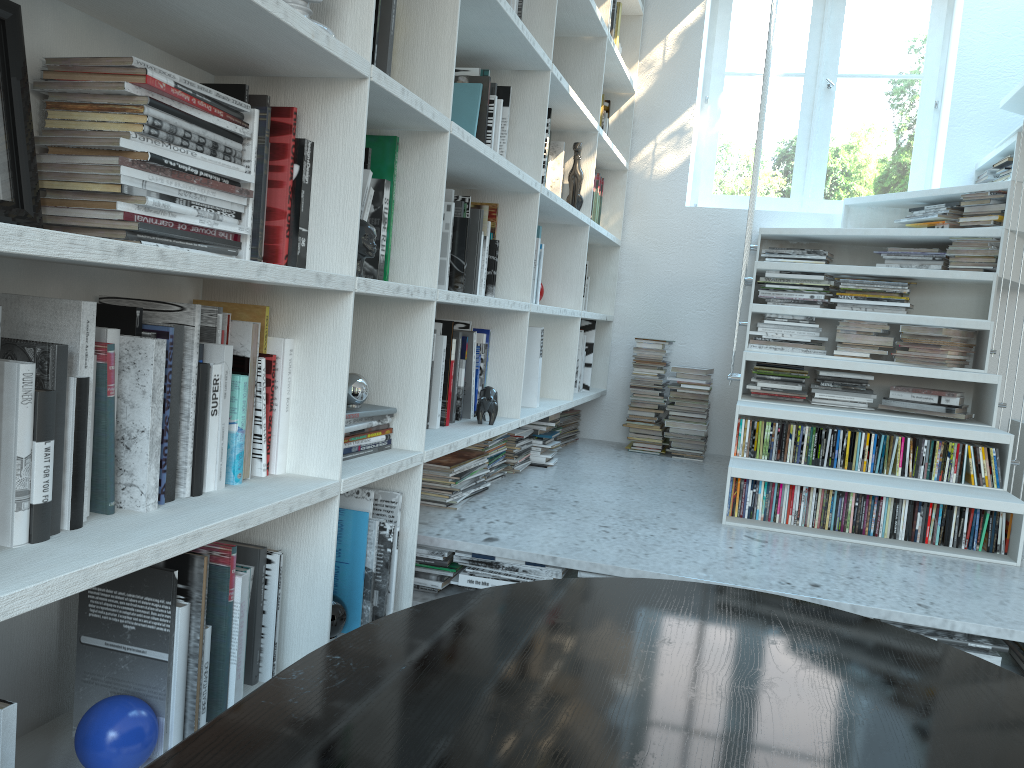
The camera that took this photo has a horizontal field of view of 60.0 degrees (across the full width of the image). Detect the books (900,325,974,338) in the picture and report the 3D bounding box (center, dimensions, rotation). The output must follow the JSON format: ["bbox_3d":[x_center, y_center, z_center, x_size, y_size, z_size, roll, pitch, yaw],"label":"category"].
[{"bbox_3d":[1.546,-0.190,3.222,0.234,0.025,0.157,2,6,-37],"label":"books"}]

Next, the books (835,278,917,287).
[{"bbox_3d":[1.437,-0.402,3.503,0.298,0.007,0.134,7,5,24],"label":"books"}]

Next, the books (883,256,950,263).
[{"bbox_3d":[1.700,-0.520,3.723,0.233,0.010,0.170,8,5,35],"label":"books"}]

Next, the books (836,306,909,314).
[{"bbox_3d":[1.426,-0.289,3.511,0.258,0.013,0.136,7,5,27],"label":"books"}]

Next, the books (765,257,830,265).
[{"bbox_3d":[1.295,-0.558,4.020,0.266,0.010,0.145,7,5,24],"label":"books"}]

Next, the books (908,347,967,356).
[{"bbox_3d":[1.547,-0.117,3.221,0.138,0.015,0.214,9,6,42],"label":"books"}]

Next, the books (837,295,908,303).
[{"bbox_3d":[1.417,-0.329,3.481,0.243,0.014,0.190,7,5,28],"label":"books"}]

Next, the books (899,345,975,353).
[{"bbox_3d":[1.547,-0.127,3.220,0.295,0.006,0.146,1,6,-40],"label":"books"}]

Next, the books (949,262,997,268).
[{"bbox_3d":[1.874,-0.468,3.549,0.179,0.015,0.223,9,6,39],"label":"books"}]

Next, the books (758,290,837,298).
[{"bbox_3d":[1.180,-0.372,3.659,0.292,0.005,0.152,7,5,27],"label":"books"}]

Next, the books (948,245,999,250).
[{"bbox_3d":[1.873,-0.533,3.550,0.159,0.007,0.285,9,6,41],"label":"books"}]

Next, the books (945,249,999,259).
[{"bbox_3d":[1.878,-0.511,3.540,0.200,0.023,0.262,9,6,42],"label":"books"}]

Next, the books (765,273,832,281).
[{"bbox_3d":[1.179,-0.435,3.642,0.230,0.015,0.190,8,5,29],"label":"books"}]

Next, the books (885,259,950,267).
[{"bbox_3d":[1.712,-0.505,3.740,0.230,0.022,0.141,8,6,38],"label":"books"}]

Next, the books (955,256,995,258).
[{"bbox_3d":[1.869,-0.498,3.554,0.143,0.008,0.208,8,5,35],"label":"books"}]

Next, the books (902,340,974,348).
[{"bbox_3d":[1.549,-0.145,3.218,0.295,0.007,0.146,1,6,-44],"label":"books"}]

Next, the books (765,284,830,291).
[{"bbox_3d":[1.177,-0.392,3.648,0.231,0.011,0.171,7,5,26],"label":"books"}]

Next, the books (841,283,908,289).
[{"bbox_3d":[1.427,-0.381,3.487,0.239,0.009,0.174,7,5,24],"label":"books"}]

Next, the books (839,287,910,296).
[{"bbox_3d":[1.424,-0.362,3.486,0.254,0.007,0.176,7,5,23],"label":"books"}]

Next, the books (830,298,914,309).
[{"bbox_3d":[1.416,-0.315,3.483,0.287,0.013,0.182,8,5,29],"label":"books"}]

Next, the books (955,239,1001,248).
[{"bbox_3d":[1.883,-0.555,3.541,0.163,0.008,0.266,8,5,35],"label":"books"}]

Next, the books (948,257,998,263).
[{"bbox_3d":[1.875,-0.484,3.549,0.173,0.018,0.238,9,6,42],"label":"books"}]

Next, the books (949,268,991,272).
[{"bbox_3d":[1.855,-0.448,3.566,0.130,0.015,0.210,9,6,42],"label":"books"}]

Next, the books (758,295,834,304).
[{"bbox_3d":[1.173,-0.348,3.653,0.274,0.009,0.176,7,5,28],"label":"books"}]

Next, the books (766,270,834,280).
[{"bbox_3d":[1.185,-0.450,3.649,0.235,0.014,0.165,8,5,32],"label":"books"}]

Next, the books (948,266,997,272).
[{"bbox_3d":[1.872,-0.456,3.551,0.168,0.008,0.241,9,6,43],"label":"books"}]

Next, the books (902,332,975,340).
[{"bbox_3d":[1.550,-0.174,3.217,0.254,0.005,0.160,1,6,-42],"label":"books"}]

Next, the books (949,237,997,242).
[{"bbox_3d":[1.873,-0.564,3.549,0.158,0.007,0.300,9,6,40],"label":"books"}]

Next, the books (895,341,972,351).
[{"bbox_3d":[1.538,-0.137,3.230,0.232,0.011,0.171,2,6,-38],"label":"books"}]

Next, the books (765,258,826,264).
[{"bbox_3d":[1.284,-0.547,4.000,0.253,0.011,0.182,7,5,22],"label":"books"}]

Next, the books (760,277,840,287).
[{"bbox_3d":[1.191,-0.419,3.666,0.297,0.017,0.136,8,5,31],"label":"books"}]

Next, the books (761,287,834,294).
[{"bbox_3d":[1.176,-0.383,3.649,0.268,0.006,0.170,7,5,26],"label":"books"}]

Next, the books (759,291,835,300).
[{"bbox_3d":[1.175,-0.361,3.653,0.264,0.018,0.166,8,5,34],"label":"books"}]

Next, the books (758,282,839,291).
[{"bbox_3d":[1.179,-0.401,3.650,0.289,0.008,0.162,8,5,34],"label":"books"}]

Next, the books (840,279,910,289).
[{"bbox_3d":[1.424,-0.391,3.479,0.243,0.013,0.191,7,5,26],"label":"books"}]

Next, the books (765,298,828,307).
[{"bbox_3d":[1.179,-0.337,3.665,0.228,0.014,0.149,7,5,27],"label":"books"}]

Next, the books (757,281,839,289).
[{"bbox_3d":[1.179,-0.408,3.649,0.291,0.005,0.168,8,5,33],"label":"books"}]

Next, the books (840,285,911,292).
[{"bbox_3d":[1.431,-0.372,3.497,0.256,0.011,0.144,7,5,22],"label":"books"}]

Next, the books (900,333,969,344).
[{"bbox_3d":[1.539,-0.165,3.229,0.179,0.016,0.184,9,6,43],"label":"books"}]

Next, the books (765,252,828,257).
[{"bbox_3d":[1.285,-0.575,3.994,0.262,0.006,0.184,7,5,21],"label":"books"}]

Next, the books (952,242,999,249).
[{"bbox_3d":[1.865,-0.546,3.556,0.131,0.016,0.262,9,6,38],"label":"books"}]

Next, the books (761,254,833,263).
[{"bbox_3d":[1.286,-0.567,3.999,0.282,0.010,0.169,8,5,30],"label":"books"}]

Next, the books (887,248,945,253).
[{"bbox_3d":[1.701,-0.551,3.718,0.198,0.016,0.182,8,5,36],"label":"books"}]

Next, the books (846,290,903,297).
[{"bbox_3d":[1.427,-0.352,3.496,0.196,0.014,0.154,7,5,28],"label":"books"}]

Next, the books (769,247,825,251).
[{"bbox_3d":[1.295,-0.600,4.009,0.239,0.008,0.160,7,5,24],"label":"books"}]

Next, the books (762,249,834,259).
[{"bbox_3d":[1.292,-0.587,4.006,0.288,0.017,0.150,8,5,30],"label":"books"}]

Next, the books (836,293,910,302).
[{"bbox_3d":[1.422,-0.340,3.487,0.261,0.009,0.186,7,5,25],"label":"books"}]

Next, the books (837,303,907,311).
[{"bbox_3d":[1.428,-0.302,3.510,0.249,0.014,0.130,7,5,28],"label":"books"}]

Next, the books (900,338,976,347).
[{"bbox_3d":[1.550,-0.152,3.217,0.295,0.007,0.146,1,6,-40],"label":"books"}]

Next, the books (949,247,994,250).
[{"bbox_3d":[1.874,-0.527,3.549,0.149,0.006,0.290,9,6,44],"label":"books"}]

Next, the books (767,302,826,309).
[{"bbox_3d":[1.181,-0.323,3.672,0.211,0.014,0.146,8,5,30],"label":"books"}]

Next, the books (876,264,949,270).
[{"bbox_3d":[1.696,-0.485,3.725,0.265,0.017,0.175,9,6,44],"label":"books"}]

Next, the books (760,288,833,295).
[{"bbox_3d":[1.176,-0.377,3.651,0.262,0.006,0.184,8,5,30],"label":"books"}]

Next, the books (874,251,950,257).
[{"bbox_3d":[1.701,-0.540,3.720,0.298,0.006,0.192,9,6,40],"label":"books"}]

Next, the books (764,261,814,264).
[{"bbox_3d":[1.287,-0.539,4.009,0.266,0.006,0.173,7,5,24],"label":"books"}]

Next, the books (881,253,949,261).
[{"bbox_3d":[1.709,-0.532,3.732,0.254,0.012,0.161,9,6,39],"label":"books"}]
